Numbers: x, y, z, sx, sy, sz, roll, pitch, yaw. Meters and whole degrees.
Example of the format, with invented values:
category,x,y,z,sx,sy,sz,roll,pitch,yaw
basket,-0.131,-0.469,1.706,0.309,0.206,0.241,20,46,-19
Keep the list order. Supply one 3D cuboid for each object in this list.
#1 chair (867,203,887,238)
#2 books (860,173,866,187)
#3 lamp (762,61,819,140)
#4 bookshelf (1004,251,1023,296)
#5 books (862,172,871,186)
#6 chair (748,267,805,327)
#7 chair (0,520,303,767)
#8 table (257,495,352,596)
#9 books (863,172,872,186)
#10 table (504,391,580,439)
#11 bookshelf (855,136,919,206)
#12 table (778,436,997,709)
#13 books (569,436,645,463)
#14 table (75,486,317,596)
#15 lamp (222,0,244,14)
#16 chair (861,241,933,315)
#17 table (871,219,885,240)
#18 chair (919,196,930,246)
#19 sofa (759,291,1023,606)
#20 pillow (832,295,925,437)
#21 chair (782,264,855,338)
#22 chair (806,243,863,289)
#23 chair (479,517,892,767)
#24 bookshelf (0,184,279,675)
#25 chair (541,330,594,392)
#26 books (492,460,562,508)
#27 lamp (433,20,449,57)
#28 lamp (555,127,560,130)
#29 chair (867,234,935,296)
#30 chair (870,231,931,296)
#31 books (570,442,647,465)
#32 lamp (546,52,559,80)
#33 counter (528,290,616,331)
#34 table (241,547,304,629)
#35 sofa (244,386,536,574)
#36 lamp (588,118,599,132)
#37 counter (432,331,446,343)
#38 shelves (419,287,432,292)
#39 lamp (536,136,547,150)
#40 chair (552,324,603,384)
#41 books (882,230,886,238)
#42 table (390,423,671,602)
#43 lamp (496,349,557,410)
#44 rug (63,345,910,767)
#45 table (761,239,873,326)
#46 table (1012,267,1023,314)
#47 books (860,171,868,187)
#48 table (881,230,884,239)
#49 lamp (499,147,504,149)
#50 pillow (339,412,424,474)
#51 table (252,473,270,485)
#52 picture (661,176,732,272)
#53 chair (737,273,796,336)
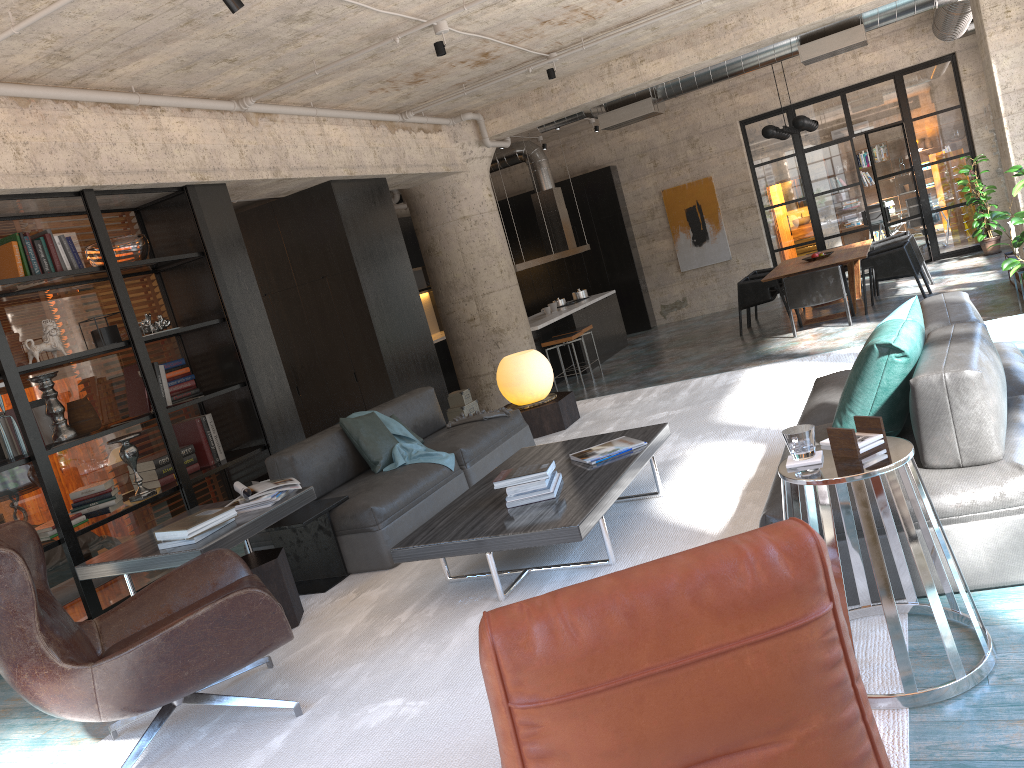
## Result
category,x,y,z,sx,sy,sz,roll,pitch,yaw
chair,7.556,-3.179,17.996,0.684,1.015,0.653,-20,9,-30
books,8.027,-4.688,20.304,0.101,0.380,0.244,-12,8,26
lamp,3.623,-4.000,11.905,0.583,1.327,1.813,-12,8,26
bookshelf,5.850,-1.269,9.981,0.350,0.347,1.600,-12,8,26
books,8.106,-4.685,20.254,0.125,0.345,0.272,-12,8,26
chair,3.847,-1.339,13.141,0.754,0.738,0.707,-12,8,26
chair,-1.379,0.875,3.249,0.975,0.940,0.820,-19,8,-24
table,-1.113,0.884,4.803,0.420,0.390,0.413,-12,8,26
books,8.129,-4.692,20.253,0.125,0.345,0.272,-12,8,26
table,0.125,0.304,7.092,0.616,0.230,1.044,-12,8,26
bookshelf,8.833,-4.415,19.982,3.034,2.179,0.366,-12,8,26
table,0.997,0.489,2.495,0.549,0.603,0.549,-15,7,6
books,0.478,0.332,4.502,0.318,0.011,0.252,-18,8,-14
table,-1.428,0.946,4.295,0.800,0.570,0.800,-12,8,26
lamp,-1.417,-1.997,4.479,0.144,0.252,0.107,-20,9,-31
chair,4.861,-1.375,11.315,0.754,0.738,0.707,-11,9,31
table,7.654,-2.873,16.671,1.800,0.721,0.800,-12,8,26
chair,7.514,-2.938,16.306,0.653,1.015,0.684,-12,8,25
sofa,1.619,0.119,3.624,1.019,0.680,2.063,-12,8,26
pillow,1.483,-0.091,3.482,0.349,0.466,1.042,-10,9,36
chair,3.863,-1.077,11.175,0.707,0.738,0.754,-12,8,26
chair,4.887,-1.681,13.515,0.707,0.738,0.754,-12,8,26
chair,0.315,0.668,2.041,0.801,0.759,0.920,-16,7,-4
bookshelf,-2.881,0.127,5.642,0.628,2.571,2.900,-12,8,26
chair,0.767,-0.300,11.975,0.450,0.698,0.450,-12,8,26
books,0.070,0.456,4.114,0.279,0.116,0.322,-14,8,11
lamp,-0.519,-2.546,6.534,0.141,0.215,0.107,-15,8,8
lamp,0.637,-3.905,13.229,0.145,0.236,0.107,-14,8,9
chair,5.238,-1.580,12.046,0.754,0.738,0.707,-11,9,31
chair,5.532,-1.759,12.760,0.754,0.738,0.707,-12,8,26
books,0.489,0.340,4.501,0.318,0.011,0.252,-18,8,-19
lamp,0.394,-3.080,8.589,0.141,0.215,0.107,-15,8,8
counter,0.587,-1.044,13.370,1.000,0.046,3.500,-12,8,26
table,-1.206,1.007,4.225,0.316,0.340,0.365,-16,7,-4
sofa,-0.738,0.495,5.706,1.019,0.680,2.063,-12,8,26
lamp,1.379,-4.341,14.888,0.145,0.236,0.107,-14,8,9
counter,-1.781,-0.516,14.733,1.000,0.142,4.360,-12,8,26
shelves,-2.278,-1.338,14.740,0.403,0.043,4.362,-12,8,26
lamp,0.517,-4.158,15.315,0.145,0.236,0.107,-14,8,9
chair,0.937,-0.416,12.480,0.450,0.698,0.450,-12,8,26
books,8.510,-3.527,20.392,0.079,0.381,0.244,-12,8,26
table,0.197,0.611,4.355,0.900,0.309,1.500,-12,8,26
lamp,0.108,-0.046,7.203,0.462,0.417,0.462,-21,9,-35
rug,0.223,0.801,4.069,2.954,0.032,7.768,-12,8,26
table,4.350,-1.372,12.272,1.299,0.756,2.410,-12,8,26
table,4.842,-0.832,8.005,0.450,0.563,0.600,-12,8,26
books,8.051,-4.689,20.267,0.103,0.379,0.244,-12,8,26
table,8.209,-3.268,18.441,1.800,0.721,0.800,-12,8,26
lamp,-0.206,-3.726,13.647,0.145,0.236,0.107,-14,8,9
pillow,-0.777,0.316,5.592,0.320,0.393,0.670,-11,9,32
table,-1.701,0.827,6.575,0.316,0.340,0.365,-21,9,-34
picture,3.282,-2.832,15.784,0.928,1.494,0.029,-12,8,26
chair,3.551,-1.168,12.491,0.754,0.738,0.707,-12,8,26
